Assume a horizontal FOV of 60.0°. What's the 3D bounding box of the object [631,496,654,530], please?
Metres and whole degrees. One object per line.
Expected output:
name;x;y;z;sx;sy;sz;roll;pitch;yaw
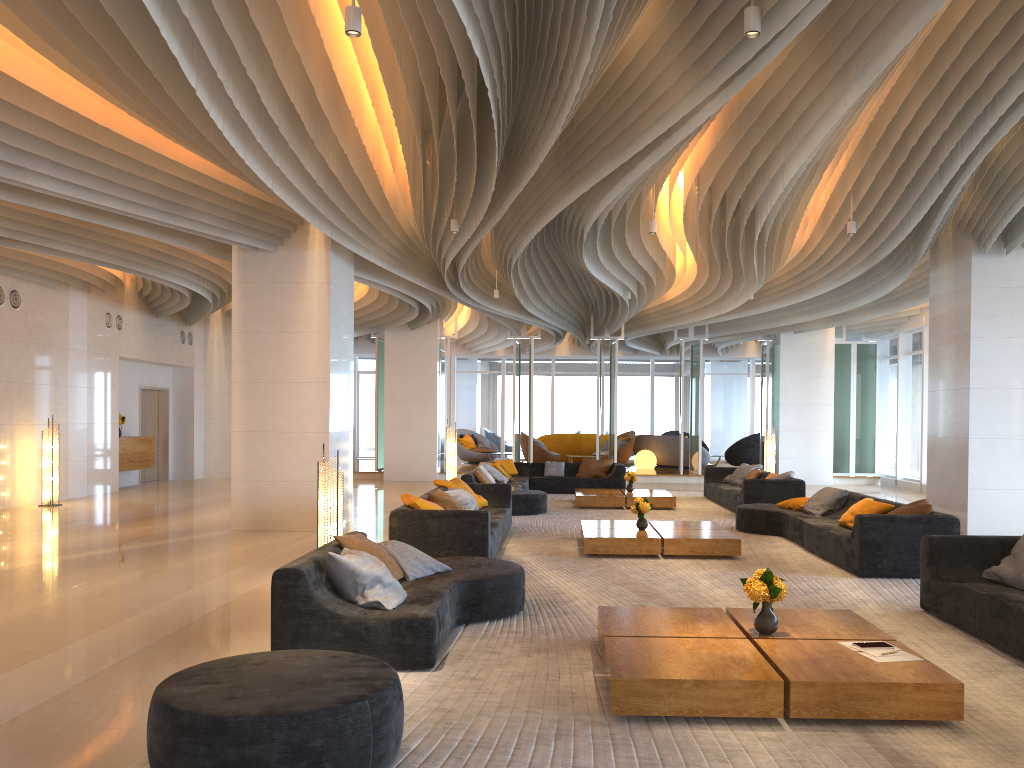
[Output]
object;1.426;1.416;9.762;0.233;0.377;0.269;0;0;24

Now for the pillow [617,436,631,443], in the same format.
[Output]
pillow;3.031;1.645;24.335;0.376;0.422;0.599;1;-1;-19

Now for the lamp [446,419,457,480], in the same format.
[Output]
lamp;-1.114;1.368;16.283;0.250;1.451;0.250;1;1;2

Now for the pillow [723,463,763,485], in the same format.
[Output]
pillow;4.208;1.646;16.254;0.553;0.378;0.631;1;-2;-20

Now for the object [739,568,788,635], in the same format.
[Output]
object;1.407;1.207;4.953;0.265;0.377;0.237;1;0;4

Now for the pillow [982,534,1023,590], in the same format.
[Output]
pillow;3.633;1.199;6.078;0.553;0.378;0.631;1;-2;-20

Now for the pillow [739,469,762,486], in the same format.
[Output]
pillow;4.144;1.637;15.412;0.322;0.312;0.408;1;-1;0

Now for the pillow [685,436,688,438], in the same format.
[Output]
pillow;4.982;1.746;26.251;0.614;0.422;0.367;1;-1;-25

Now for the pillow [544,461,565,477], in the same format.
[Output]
pillow;0.851;1.710;17.799;0.406;0.312;0.323;0;-1;4

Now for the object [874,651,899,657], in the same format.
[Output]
object;1.908;1.373;4.543;0.183;0.014;0.104;1;-3;-17

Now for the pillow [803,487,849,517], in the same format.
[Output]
pillow;3.818;1.468;10.852;0.461;0.416;0.666;0;-2;3

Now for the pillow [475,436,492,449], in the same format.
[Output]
pillow;-0.854;1.737;26.216;0.511;0.409;0.456;1;-1;-30

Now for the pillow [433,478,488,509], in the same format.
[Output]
pillow;-0.628;1.382;11.189;0.540;0.378;0.647;0;-2;24

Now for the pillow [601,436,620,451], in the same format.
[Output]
pillow;2.726;1.671;24.591;0.480;0.454;0.610;1;-1;-36

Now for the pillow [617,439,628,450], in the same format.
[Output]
pillow;2.890;1.672;23.933;0.462;0.409;0.505;0;-1;5

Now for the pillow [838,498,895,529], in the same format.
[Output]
pillow;3.739;1.424;9.433;0.450;0.394;0.638;0;-2;2

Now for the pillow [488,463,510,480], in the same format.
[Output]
pillow;-0.264;1.608;16.257;0.330;0.335;0.416;1;-1;-32

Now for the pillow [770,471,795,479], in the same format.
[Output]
pillow;4.062;1.533;13.672;0.540;0.378;0.647;0;-2;24

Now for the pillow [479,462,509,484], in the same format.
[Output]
pillow;-0.328;1.600;15.921;0.547;0.377;0.651;1;-2;-2

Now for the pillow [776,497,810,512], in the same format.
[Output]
pillow;3.740;1.545;11.376;0.596;0.193;0.441;2;-2;-33

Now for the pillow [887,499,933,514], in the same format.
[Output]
pillow;3.774;1.309;8.578;0.540;0.378;0.647;0;-2;24

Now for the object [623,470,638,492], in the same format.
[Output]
object;2.026;1.655;15.159;0.232;0.377;0.270;0;0;34

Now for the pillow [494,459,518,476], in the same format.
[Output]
pillow;-0.125;1.679;17.813;0.414;0.316;0.336;1;-1;-26

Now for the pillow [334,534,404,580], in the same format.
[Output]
pillow;-0.940;1.188;5.992;0.396;0.392;0.607;0;-2;5

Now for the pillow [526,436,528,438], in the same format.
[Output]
pillow;0.485;1.596;23.756;0.372;0.422;0.606;1;-1;1

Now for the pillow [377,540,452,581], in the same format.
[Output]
pillow;-0.743;1.243;6.331;0.463;0.247;0.436;-1;-2;38

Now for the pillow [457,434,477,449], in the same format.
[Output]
pillow;-1.304;1.681;25.684;0.467;0.454;0.627;0;-1;19

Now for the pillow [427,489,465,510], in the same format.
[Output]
pillow;-0.665;1.318;9.249;0.443;0.410;0.603;0;-1;5

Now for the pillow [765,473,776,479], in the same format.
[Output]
pillow;4.075;1.583;14.186;0.321;0.312;0.409;0;-1;5

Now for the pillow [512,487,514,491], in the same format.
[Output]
pillow;-0.230;1.618;13.799;0.403;0.136;0.424;-1;-3;36

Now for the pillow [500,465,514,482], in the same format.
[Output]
pillow;-0.185;1.643;16.413;0.335;0.319;0.405;1;-1;-29

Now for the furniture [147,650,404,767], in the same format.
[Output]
furniture;-0.935;1.352;3.578;0.976;0.364;0.991;0;-2;12

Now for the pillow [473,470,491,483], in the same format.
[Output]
pillow;-0.448;1.527;14.115;0.328;0.311;0.425;0;-1;4

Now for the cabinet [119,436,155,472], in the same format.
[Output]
cabinet;-7.810;1.393;17.840;0.558;0.662;1.513;0;-2;3

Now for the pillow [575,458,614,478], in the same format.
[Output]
pillow;1.657;1.690;17.797;0.630;0.378;0.554;0;-2;24

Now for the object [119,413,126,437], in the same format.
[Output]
object;-7.741;0.798;17.458;0.267;0.497;0.234;1;0;-11

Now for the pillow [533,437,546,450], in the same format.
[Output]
pillow;0.681;1.601;23.407;0.476;0.454;0.615;1;-1;-16

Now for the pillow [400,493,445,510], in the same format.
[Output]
pillow;-0.774;1.268;8.607;0.553;0.378;0.631;1;-2;-20

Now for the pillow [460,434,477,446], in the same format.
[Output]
pillow;-1.260;1.681;26.089;0.366;0.422;0.616;0;-1;36

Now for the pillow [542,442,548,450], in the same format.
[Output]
pillow;0.754;1.659;24.091;0.457;0.409;0.510;0;-1;25

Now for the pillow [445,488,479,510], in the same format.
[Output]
pillow;-0.607;1.402;10.289;0.419;0.377;0.588;0;-2;5

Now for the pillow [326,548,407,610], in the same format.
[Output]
pillow;-0.869;1.155;5.350;0.457;0.345;0.564;1;-2;1
